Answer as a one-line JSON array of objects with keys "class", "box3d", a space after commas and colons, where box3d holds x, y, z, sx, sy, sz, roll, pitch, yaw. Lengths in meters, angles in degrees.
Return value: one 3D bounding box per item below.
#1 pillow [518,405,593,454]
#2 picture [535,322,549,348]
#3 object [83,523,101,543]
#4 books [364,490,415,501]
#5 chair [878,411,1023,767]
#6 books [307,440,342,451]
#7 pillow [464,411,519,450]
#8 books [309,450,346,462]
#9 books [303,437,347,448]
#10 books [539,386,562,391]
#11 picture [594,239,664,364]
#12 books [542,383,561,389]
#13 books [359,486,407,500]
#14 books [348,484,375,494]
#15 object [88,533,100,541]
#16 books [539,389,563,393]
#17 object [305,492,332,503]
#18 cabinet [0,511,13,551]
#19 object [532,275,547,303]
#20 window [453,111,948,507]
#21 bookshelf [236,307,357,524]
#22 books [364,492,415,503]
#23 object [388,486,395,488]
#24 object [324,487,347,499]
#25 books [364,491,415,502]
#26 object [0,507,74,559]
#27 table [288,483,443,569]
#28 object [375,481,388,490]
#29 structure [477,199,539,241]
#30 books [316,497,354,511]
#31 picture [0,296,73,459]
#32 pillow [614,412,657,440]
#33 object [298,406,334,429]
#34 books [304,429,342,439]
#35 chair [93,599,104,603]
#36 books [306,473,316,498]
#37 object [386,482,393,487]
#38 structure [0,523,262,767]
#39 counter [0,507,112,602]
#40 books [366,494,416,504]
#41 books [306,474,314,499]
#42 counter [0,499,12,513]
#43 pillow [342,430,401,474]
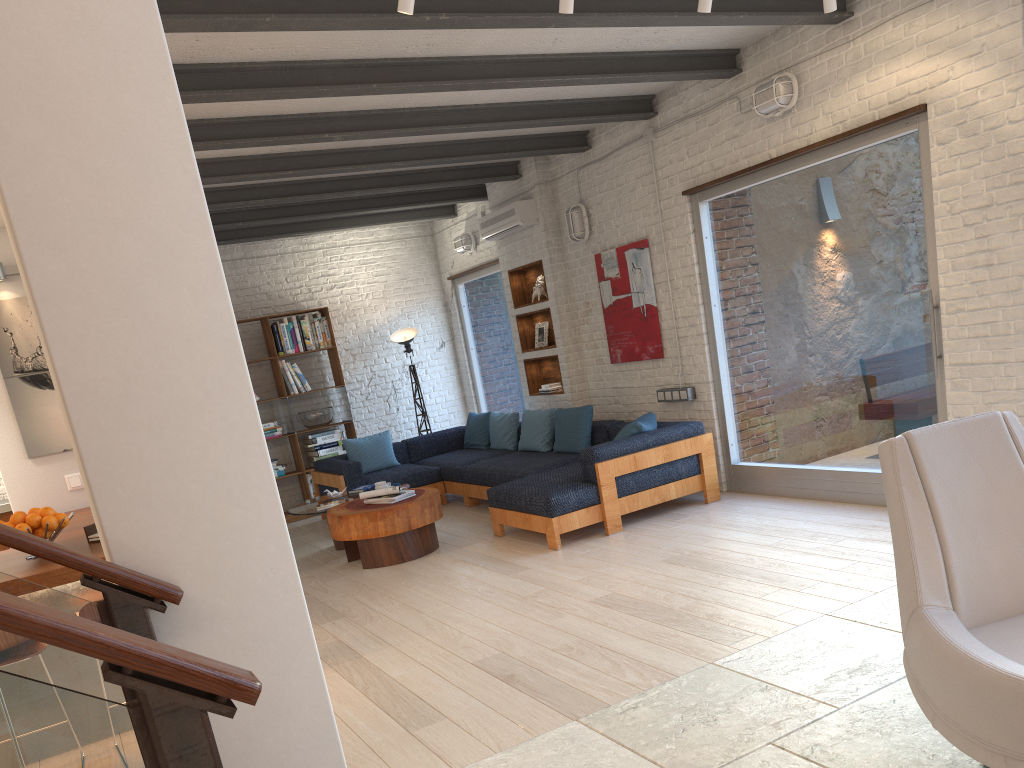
[{"class": "pillow", "box3d": [0.389, 0.420, 8.026, 0.249, 0.428, 1.204, -16, 6, -28]}, {"class": "picture", "box3d": [0.305, -0.488, 8.644, 0.099, 0.252, 0.192, -19, 12, -36]}, {"class": "object", "box3d": [-1.985, 0.715, 4.223, 0.115, 0.084, 0.090, -8, 8, 18]}, {"class": "books", "box3d": [-0.965, 0.876, 6.855, 0.320, 0.011, 0.244, -8, 4, 37]}, {"class": "chair", "box3d": [1.570, 0.621, 2.502, 1.020, 1.046, 0.950, -12, 8, -10]}, {"class": "books", "box3d": [-2.107, 0.692, 9.767, 0.319, 0.057, 0.254, -13, 4, -32]}, {"class": "pillow", "box3d": [-0.230, 0.498, 9.219, 0.238, 0.409, 1.100, -16, 6, -29]}, {"class": "books", "box3d": [-2.084, 0.810, 9.825, 0.356, 0.057, 0.280, -12, 4, -24]}, {"class": "books", "box3d": [-2.105, 0.652, 9.776, 0.436, 0.021, 0.270, -12, 3, -27]}, {"class": "books", "box3d": [0.398, 0.043, 8.678, 0.168, 0.019, 0.234, -12, 3, -25]}, {"class": "picture", "box3d": [0.986, -0.672, 7.404, 0.019, 0.988, 0.736, -17, 11, -28]}, {"class": "books", "box3d": [0.392, 0.017, 8.679, 0.131, 0.035, 0.203, -12, 3, -18]}, {"class": "books", "box3d": [-1.015, 0.868, 6.916, 0.323, 0.112, 0.265, -10, 5, 6]}, {"class": "books", "box3d": [-1.374, 0.960, 7.987, 0.164, 0.023, 0.224, -9, 3, 21]}, {"class": "object", "box3d": [-1.850, 0.713, 4.247, 0.389, 0.036, 0.196, -12, 4, -22]}, {"class": "books", "box3d": [0.391, 0.071, 8.692, 0.160, 0.017, 0.248, -12, 3, -18]}, {"class": "object", "box3d": [-1.765, 1.033, 7.945, 0.068, 0.028, 0.293, -7, 5, 41]}, {"class": "cabinet", "box3d": [-5.737, 0.859, 6.029, 2.286, 2.908, 4.617, -6, 7, 27]}, {"class": "object", "box3d": [0.259, -0.924, 8.453, 0.111, 0.250, 0.212, -14, 9, -20]}, {"class": "window", "box3d": [2.273, -2.422, 4.771, 0.634, 6.580, 12.250, -17, 8, -28]}, {"class": "bookshelf", "box3d": [-2.452, 0.382, 9.552, 1.292, 2.268, 0.359, -15, 13, -25]}, {"class": "books", "box3d": [-0.968, 0.897, 6.886, 0.321, 0.011, 0.244, -9, 4, 32]}, {"class": "object", "box3d": [-0.997, 0.878, 7.185, 0.143, 0.057, 0.175, -14, 5, -38]}, {"class": "object", "box3d": [-1.582, 0.971, 7.838, 0.186, 0.094, 0.189, -11, 5, -2]}, {"class": "books", "box3d": [-0.967, 0.887, 6.865, 0.321, 0.011, 0.244, -9, 4, 32]}, {"class": "object", "box3d": [-2.238, 0.697, 4.094, 0.366, 0.228, 0.353, -7, 7, 28]}, {"class": "table", "box3d": [-1.248, 1.178, 7.359, 1.061, 0.459, 1.811, -12, 4, -22]}, {"class": "object", "box3d": [-1.117, 0.895, 7.460, 0.107, 0.111, 0.106, -12, 8, -11]}, {"class": "structure", "box3d": [-0.049, -1.540, 8.267, 0.196, 0.225, 0.809, -15, 5, -28]}, {"class": "books", "box3d": [-1.506, 1.021, 7.423, 0.315, 0.011, 0.248, -11, 3, -14]}, {"class": "picture", "box3d": [-2.977, -0.073, 5.739, 0.642, 1.046, 0.020, -15, 14, -25]}, {"class": "pillow", "box3d": [0.939, 0.434, 6.817, 0.380, 0.337, 0.545, -7, 6, 23]}, {"class": "object", "box3d": [-2.177, 0.385, 9.733, 0.406, 0.207, 0.387, -9, 5, 14]}, {"class": "books", "box3d": [-2.125, 0.558, 9.769, 0.373, 0.037, 0.242, -12, 4, -27]}, {"class": "chair", "box3d": [-1.653, 1.271, 3.902, 0.397, 0.798, 0.417, -16, 12, -27]}, {"class": "books", "box3d": [-2.262, 1.187, 9.789, 0.036, 0.395, 0.241, -17, 12, -28]}, {"class": "object", "box3d": [-1.086, 0.905, 7.685, 0.151, 0.059, 0.270, -14, 5, -35]}, {"class": "structure", "box3d": [-1.748, -0.390, 2.364, 9.965, 4.257, 13.763, -13, 5, -27]}, {"class": "counter", "box3d": [-2.456, 1.294, 4.821, 1.654, 0.945, 2.480, -13, 5, -27]}, {"class": "books", "box3d": [-0.956, 0.906, 6.876, 0.320, 0.011, 0.245, -8, 4, 42]}, {"class": "books", "box3d": [-2.286, 1.193, 9.759, 0.036, 0.395, 0.241, -17, 12, -28]}, {"class": "counter", "box3d": [-5.233, 1.317, 5.949, 3.457, 0.072, 3.311, -12, 3, -27]}, {"class": "pillow", "box3d": [-1.478, 0.727, 9.163, 0.545, 0.421, 0.221, -14, 11, -27]}]
